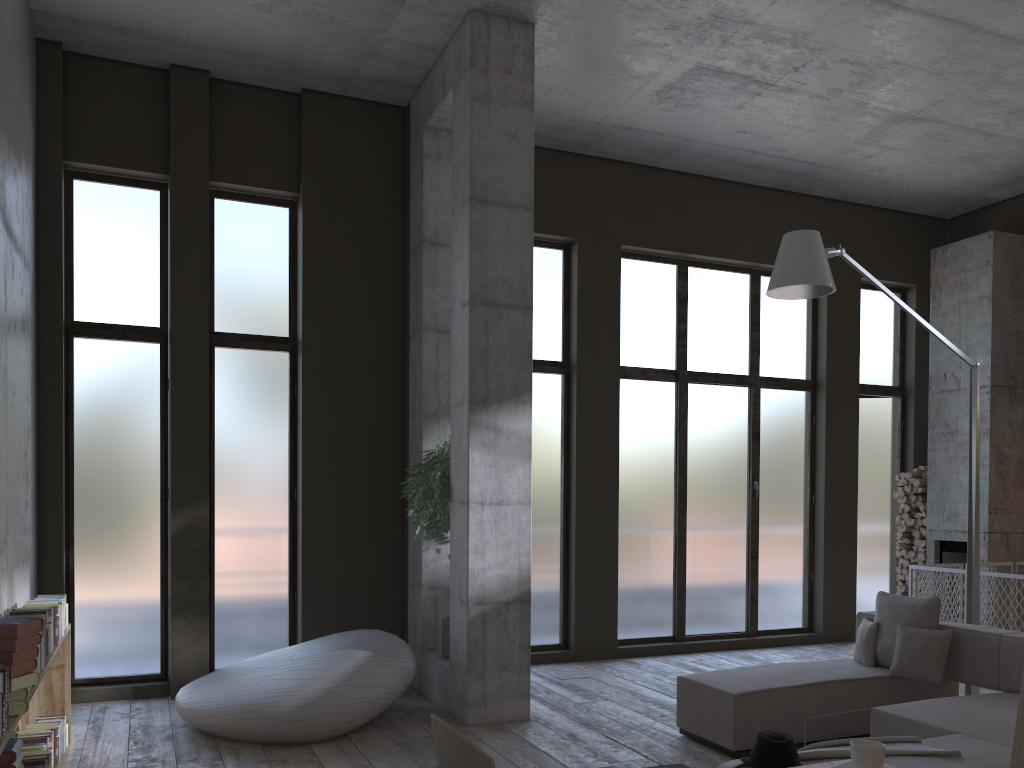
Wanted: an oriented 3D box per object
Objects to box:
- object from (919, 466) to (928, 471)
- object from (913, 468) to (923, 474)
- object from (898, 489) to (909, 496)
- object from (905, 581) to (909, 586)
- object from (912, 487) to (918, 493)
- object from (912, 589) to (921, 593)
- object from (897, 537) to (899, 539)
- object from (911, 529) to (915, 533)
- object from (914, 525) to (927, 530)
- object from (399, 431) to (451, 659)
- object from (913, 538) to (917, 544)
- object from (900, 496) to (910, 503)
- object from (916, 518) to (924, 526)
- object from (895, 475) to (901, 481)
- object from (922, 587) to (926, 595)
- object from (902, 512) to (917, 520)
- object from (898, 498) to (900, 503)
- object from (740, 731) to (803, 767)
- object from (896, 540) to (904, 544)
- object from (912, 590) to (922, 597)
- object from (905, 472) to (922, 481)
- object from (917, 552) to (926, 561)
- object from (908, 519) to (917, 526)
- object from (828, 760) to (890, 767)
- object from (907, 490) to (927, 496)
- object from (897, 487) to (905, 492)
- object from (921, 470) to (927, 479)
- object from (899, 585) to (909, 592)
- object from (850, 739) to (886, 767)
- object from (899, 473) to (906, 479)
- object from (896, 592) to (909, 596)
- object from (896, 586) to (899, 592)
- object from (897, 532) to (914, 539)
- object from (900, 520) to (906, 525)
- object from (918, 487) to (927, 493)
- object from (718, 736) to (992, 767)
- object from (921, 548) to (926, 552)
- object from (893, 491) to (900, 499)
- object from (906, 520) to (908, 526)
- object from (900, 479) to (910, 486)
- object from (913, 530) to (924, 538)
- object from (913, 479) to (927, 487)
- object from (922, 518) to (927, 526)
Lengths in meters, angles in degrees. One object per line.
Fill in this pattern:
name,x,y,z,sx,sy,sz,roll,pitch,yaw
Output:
object,4.936,0.995,10.313,0.332,0.055,0.088,4,-6,-24
object,4.888,1.038,10.361,0.359,0.073,0.065,4,-4,-25
object,4.813,1.304,10.467,0.456,0.089,0.091,4,-4,-24
object,4.873,2.358,10.405,0.435,0.079,0.115,4,-6,-24
object,4.892,1.250,10.322,0.423,0.066,0.067,4,-4,-24
object,4.881,2.451,10.409,0.359,0.074,0.064,3,-3,-21
object,4.829,1.840,10.588,0.423,0.071,0.067,3,-4,-22
object,4.886,1.735,10.395,0.359,0.074,0.064,3,-3,-21
object,4.886,1.687,10.328,0.332,0.056,0.089,3,-6,-22
object,-0.459,1.292,7.113,1.000,1.860,0.970,0,-1,33
object,4.930,1.857,10.404,0.363,0.086,0.101,3,-5,-22
object,4.831,1.378,10.440,0.480,0.083,0.094,4,-5,-24
object,4.951,1.626,10.314,0.456,0.089,0.091,4,-4,-24
object,4.787,1.129,10.541,0.423,0.069,0.067,4,-4,-24
object,4.935,2.422,10.217,0.364,0.125,0.064,3,-2,-21
object,4.865,1.580,10.490,0.437,0.093,0.093,4,-4,-24
object,4.803,1.397,10.511,0.423,0.067,0.067,4,-4,-24
object,1.161,1.624,3.874,0.299,0.168,0.303,4,-7,-35
object,4.808,1.905,10.570,0.364,0.067,0.122,4,-6,-24
object,4.854,2.476,10.327,0.294,0.107,0.099,3,-4,-24
object,4.796,1.099,10.378,0.292,0.103,0.104,3,-4,-24
object,4.864,2.003,10.203,0.293,0.103,0.101,3,-4,-24
object,4.901,1.635,10.384,0.480,0.083,0.094,4,-5,-24
object,0.995,1.093,2.455,0.186,0.014,0.186,6,-9,-36
object,4.879,1.299,10.387,0.435,0.079,0.115,4,-6,-24
object,4.808,1.269,10.531,0.426,0.086,0.066,4,-3,-25
object,4.965,1.074,10.325,0.294,0.108,0.100,3,-4,-22
object,4.824,2.437,10.459,0.480,0.083,0.094,4,-5,-24
object,1.000,1.053,2.467,0.093,0.088,0.117,-1,-5,21
object,4.839,1.108,10.494,0.456,0.090,0.091,4,-4,-25
object,4.821,2.527,10.535,0.455,0.089,0.091,3,-4,-21
object,4.797,2.457,10.529,0.423,0.067,0.067,4,-4,-24
object,4.826,1.812,10.522,0.455,0.089,0.091,3,-4,-21
object,4.841,1.662,10.529,0.423,0.067,0.067,4,-4,-24
object,4.924,1.240,10.248,0.423,0.067,0.066,4,-4,-24
object,1.321,1.899,3.932,1.596,0.501,1.052,1,-6,-4
object,4.867,1.927,10.194,0.251,0.048,0.063,4,-5,-24
object,4.782,1.339,10.549,0.438,0.092,0.092,4,-4,-24
object,4.873,1.655,10.455,0.423,0.067,0.067,4,-4,-24
object,4.818,1.174,10.440,0.435,0.079,0.113,4,-6,-24
object,4.859,1.761,10.313,0.294,0.107,0.099,3,-4,-24
object,4.902,1.166,10.282,0.438,0.093,0.094,4,-4,-24
object,4.981,1.608,10.232,0.437,0.092,0.092,4,-4,-24
